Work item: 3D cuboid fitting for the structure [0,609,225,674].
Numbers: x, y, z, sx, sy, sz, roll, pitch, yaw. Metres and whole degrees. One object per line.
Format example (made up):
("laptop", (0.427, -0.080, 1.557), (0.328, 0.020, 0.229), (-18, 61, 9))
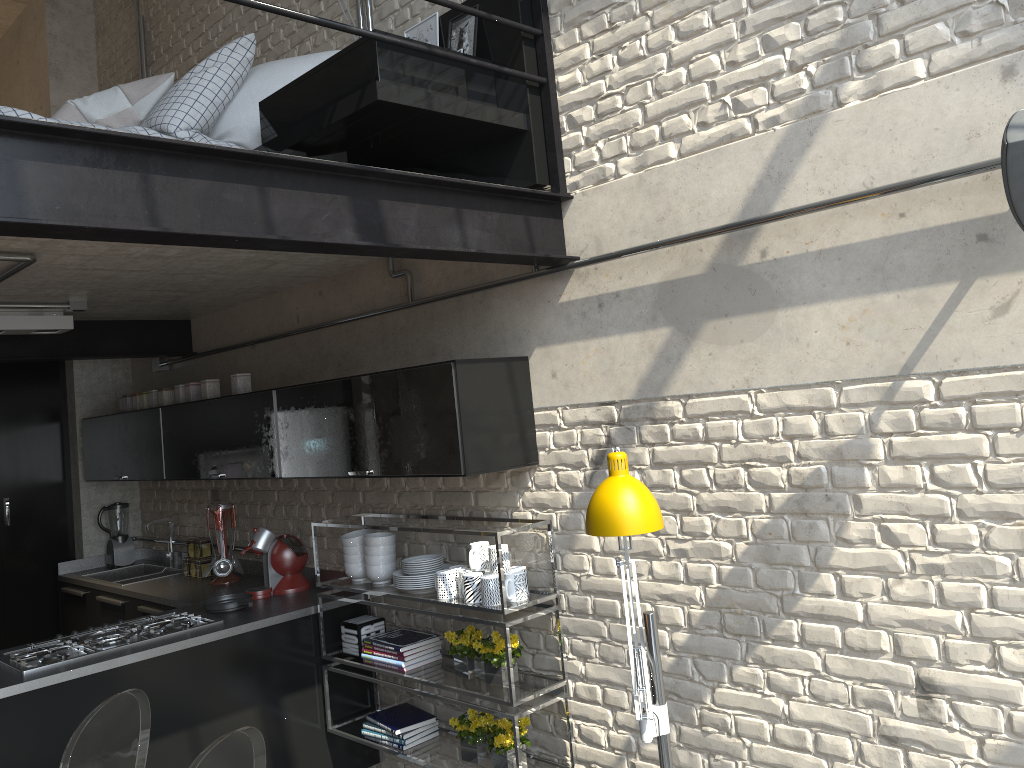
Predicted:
("structure", (-1.719, 1.074, 3.773), (0.813, 0.026, 0.499), (-4, -2, -44))

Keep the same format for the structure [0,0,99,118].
("structure", (-4.949, -1.471, 6.784), (2.596, 2.965, 2.776), (-2, -5, -44))

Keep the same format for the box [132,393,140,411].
("box", (-2.297, 0.110, 5.482), (0.081, 0.111, 0.080), (-2, -5, -44))

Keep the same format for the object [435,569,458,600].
("object", (-0.260, 0.788, 3.493), (0.083, 0.100, 0.108), (-5, -3, -10))

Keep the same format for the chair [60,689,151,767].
("chair", (-1.341, 1.482, 2.623), (0.538, 0.945, 0.589), (-8, -5, 31))

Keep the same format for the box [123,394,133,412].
("box", (-2.402, 0.122, 5.583), (0.081, 0.111, 0.080), (-2, -5, -44))

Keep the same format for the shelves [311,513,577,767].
("shelves", (-0.338, 1.037, 3.666), (0.288, 0.931, 1.244), (-1, -5, -44))

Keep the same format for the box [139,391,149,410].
("box", (-2.229, 0.102, 5.416), (0.081, 0.111, 0.080), (-2, -5, -44))

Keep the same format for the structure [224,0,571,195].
("structure", (-2.552, 0.393, 2.774), (4.790, 3.356, 3.767), (-3, -4, -44))

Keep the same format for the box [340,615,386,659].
("box", (-0.666, 1.136, 3.981), (0.150, 0.151, 0.149), (-3, -4, -44))

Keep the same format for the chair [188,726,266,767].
("chair", (-0.858, 1.425, 2.168), (0.537, 0.945, 0.590), (-9, -5, 41))

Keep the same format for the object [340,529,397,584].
("object", (-0.642, 0.776, 3.984), (0.308, 0.218, 0.150), (-8, -4, 43))

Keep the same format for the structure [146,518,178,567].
("structure", (-2.260, 1.023, 5.683), (0.177, 0.312, 0.089), (-2, -6, -44))

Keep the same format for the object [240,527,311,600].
("object", (-1.179, 0.877, 4.442), (0.219, 0.342, 0.350), (-8, -4, 30))

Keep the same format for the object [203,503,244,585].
("object", (-1.610, 0.886, 4.913), (0.211, 0.429, 0.201), (-3, -5, -30))

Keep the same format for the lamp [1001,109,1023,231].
("lamp", (1.228, -0.484, 2.043), (0.177, 0.307, 0.357), (-8, -3, 27))

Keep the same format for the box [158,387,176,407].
("box", (-2.032, 0.078, 5.215), (0.081, 0.111, 0.080), (-2, -5, -44))

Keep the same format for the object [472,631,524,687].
("object", (-0.043, 1.040, 3.376), (0.183, 0.193, 0.174), (-4, -4, -32))

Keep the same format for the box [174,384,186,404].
("box", (-1.872, 0.059, 5.052), (0.081, 0.111, 0.080), (-2, -5, -44))

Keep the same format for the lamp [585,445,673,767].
("lamp", (0.723, 0.928, 2.008), (0.631, 1.626, 1.562), (-3, -4, -31))

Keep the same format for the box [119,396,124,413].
("box", (-2.459, 0.129, 5.657), (0.081, 0.111, 0.080), (-2, -5, -44))

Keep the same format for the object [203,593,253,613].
("object", (-1.320, 1.029, 4.116), (0.227, 0.050, 0.309), (-5, -1, -16))

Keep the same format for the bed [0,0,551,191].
("bed", (-2.383, -0.882, 4.023), (2.698, 0.845, 4.457), (-4, -2, -44))

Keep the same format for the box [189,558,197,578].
("box", (-1.831, 1.072, 5.174), (0.080, 0.111, 0.081), (-9, -5, 41))

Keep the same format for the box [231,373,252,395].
("box", (-1.401, 0.002, 4.578), (0.081, 0.111, 0.080), (-2, -5, -44))

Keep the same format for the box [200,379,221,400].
("box", (-1.642, 0.031, 4.821), (0.081, 0.111, 0.080), (-2, -5, -44))

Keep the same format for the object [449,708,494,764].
("object", (-0.139, 1.373, 3.480), (0.183, 0.193, 0.174), (-4, -4, -32))

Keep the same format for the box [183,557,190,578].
("box", (-1.893, 1.079, 5.232), (0.081, 0.111, 0.080), (-3, -5, -39))

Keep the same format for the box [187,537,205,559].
("box", (-1.859, 0.965, 5.214), (0.081, 0.111, 0.081), (-7, -4, 21))

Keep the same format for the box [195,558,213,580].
("box", (-1.779, 1.065, 5.115), (0.081, 0.111, 0.080), (-3, -4, -34))

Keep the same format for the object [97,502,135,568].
("object", (-2.674, 1.014, 5.968), (0.223, 0.425, 0.161), (-2, -6, -44))

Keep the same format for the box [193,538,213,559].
("box", (-1.800, 0.958, 5.154), (0.080, 0.111, 0.081), (-9, -5, 41))

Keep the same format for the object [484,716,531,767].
("object", (-0.009, 1.357, 3.352), (0.175, 0.193, 0.181), (-4, -3, -22))

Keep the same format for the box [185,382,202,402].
("box", (-1.778, 0.048, 4.956), (0.081, 0.111, 0.080), (-2, -5, -44))

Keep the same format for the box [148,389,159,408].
("box", (-2.133, 0.090, 5.320), (0.081, 0.111, 0.080), (-2, -5, -44))

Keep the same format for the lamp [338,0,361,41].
("lamp", (-0.862, -1.507, 3.752), (0.480, 0.691, 0.170), (-6, -5, 11))

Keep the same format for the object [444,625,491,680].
("object", (-0.175, 1.056, 3.510), (0.175, 0.193, 0.181), (-4, -3, -22))

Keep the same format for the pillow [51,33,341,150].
("pillow", (-1.799, -1.185, 4.339), (2.126, 0.736, 1.145), (-7, -3, 44))
